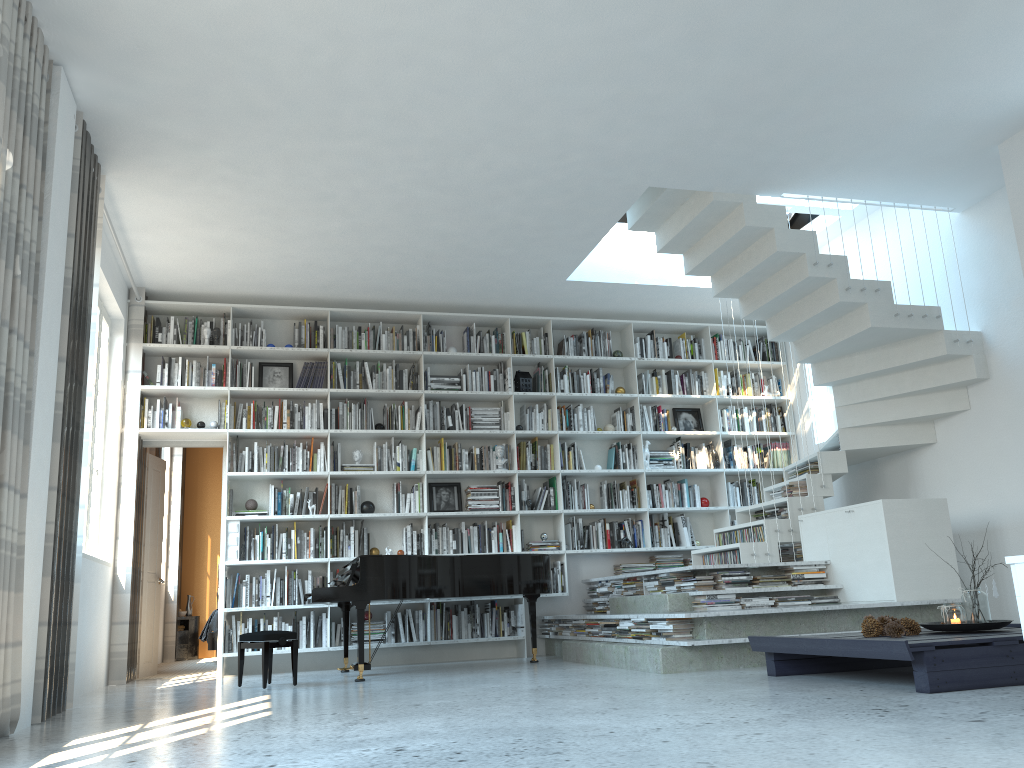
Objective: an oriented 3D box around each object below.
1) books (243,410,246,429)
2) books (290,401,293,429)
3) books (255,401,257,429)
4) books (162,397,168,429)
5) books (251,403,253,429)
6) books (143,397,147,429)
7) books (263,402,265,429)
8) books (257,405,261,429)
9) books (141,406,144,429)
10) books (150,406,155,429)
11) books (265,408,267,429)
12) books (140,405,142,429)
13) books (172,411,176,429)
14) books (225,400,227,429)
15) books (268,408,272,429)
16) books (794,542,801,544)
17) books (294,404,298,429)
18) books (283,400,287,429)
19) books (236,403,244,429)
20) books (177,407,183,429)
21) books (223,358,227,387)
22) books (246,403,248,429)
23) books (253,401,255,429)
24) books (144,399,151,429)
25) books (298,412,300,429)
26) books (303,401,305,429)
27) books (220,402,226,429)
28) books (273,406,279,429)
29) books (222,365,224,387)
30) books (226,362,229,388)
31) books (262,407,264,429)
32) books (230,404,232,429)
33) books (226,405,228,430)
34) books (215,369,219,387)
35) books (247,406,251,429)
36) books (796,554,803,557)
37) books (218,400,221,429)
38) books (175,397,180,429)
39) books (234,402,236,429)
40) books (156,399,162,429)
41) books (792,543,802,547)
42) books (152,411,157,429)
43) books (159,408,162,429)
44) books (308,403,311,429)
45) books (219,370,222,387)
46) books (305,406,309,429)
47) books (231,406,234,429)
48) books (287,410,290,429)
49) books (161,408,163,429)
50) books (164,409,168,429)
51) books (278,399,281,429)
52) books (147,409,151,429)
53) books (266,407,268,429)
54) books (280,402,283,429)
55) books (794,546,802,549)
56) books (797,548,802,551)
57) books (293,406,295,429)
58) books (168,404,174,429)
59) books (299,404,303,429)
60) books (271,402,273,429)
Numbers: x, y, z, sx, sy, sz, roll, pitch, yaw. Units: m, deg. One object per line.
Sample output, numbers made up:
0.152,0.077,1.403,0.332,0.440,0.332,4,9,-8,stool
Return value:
-2.330,0.337,7.726,0.026,0.194,0.176,1,-14,-15,books
-1.957,0.306,7.861,0.025,0.285,0.161,1,-14,-15,books
-2.244,0.300,7.763,0.011,0.276,0.164,1,-14,-15,books
-2.958,0.274,7.561,0.013,0.296,0.187,1,-14,-15,books
-2.275,0.313,7.758,0.014,0.252,0.187,1,-14,-15,books
-3.122,0.278,7.553,0.013,0.302,0.135,1,-14,-15,books
-2.180,0.306,7.798,0.012,0.276,0.151,1,-14,-15,books
-2.220,0.318,7.784,0.047,0.249,0.134,1,-14,-15,books
-3.127,0.311,7.519,0.013,0.221,0.163,1,-14,-15,books
-3.054,0.313,7.538,0.010,0.219,0.181,1,-14,-15,books
-2.163,0.332,7.784,0.014,0.217,0.164,1,-14,-15,books
-3.140,0.307,7.515,0.013,0.227,0.179,1,-14,-15,books
-2.891,0.336,7.603,0.029,0.191,0.135,1,-14,-15,books
-2.487,0.295,7.712,0.010,0.285,0.137,1,-14,-15,books
-2.130,0.333,7.793,0.031,0.216,0.173,1,-14,-15,books
2.816,1.508,8.414,0.224,0.010,0.162,2,-15,-19,books
-1.919,0.320,7.872,0.029,0.260,0.158,1,-14,-15,books
-2.005,0.299,7.824,0.030,0.285,0.185,1,-14,-15,books
-2.380,0.312,7.743,0.062,0.257,0.153,1,-14,-15,books
-2.842,0.319,7.585,0.029,0.210,0.187,1,-14,-15,books
-2.522,-0.065,7.793,0.014,0.293,0.173,1,-14,-15,books
-2.318,0.309,7.753,0.010,0.262,0.151,1,-14,-15,books
-2.261,0.301,7.769,0.020,0.280,0.165,1,-14,-15,books
-3.098,0.282,7.534,0.023,0.281,0.171,1,-14,-15,books
-1.892,0.356,7.868,0.022,0.185,0.137,1,-14,-15,books
-1.848,0.308,7.879,0.012,0.280,0.188,1,-14,-15,books
-2.517,0.306,7.717,0.044,0.268,0.134,1,-14,-15,books
-2.082,0.326,7.818,0.047,0.237,0.163,1,-14,-15,books
-2.537,-0.034,7.794,0.014,0.235,0.144,1,-14,-15,books
-2.501,-0.048,7.811,0.037,0.268,0.113,1,-14,-15,books
-2.192,0.329,7.794,0.012,0.230,0.150,1,-14,-15,books
-2.449,0.313,7.725,0.012,0.253,0.161,1,-14,-15,books
-2.461,0.316,7.675,0.021,0.224,0.232,1,-14,-15,books
-2.582,-0.015,7.777,0.029,0.195,0.146,1,-14,-15,books
-2.297,0.324,7.751,0.030,0.229,0.172,1,-14,-15,books
2.820,1.619,8.393,0.198,0.014,0.160,1,-15,-16,books
-2.539,0.293,7.692,0.012,0.284,0.160,1,-14,-15,books
-2.868,0.280,7.602,0.013,0.298,0.179,1,-14,-15,books
-2.412,0.305,7.719,0.012,0.262,0.180,1,-14,-15,books
-3.014,0.286,7.565,0.022,0.281,0.157,1,-14,-15,books
2.813,1.527,8.424,0.258,0.022,0.129,2,-15,-19,books
-3.040,0.337,7.563,0.029,0.184,0.135,1,-14,-15,books
-2.994,0.324,7.579,0.023,0.213,0.141,1,-14,-15,books
-1.801,0.316,7.885,0.022,0.262,0.175,1,-14,-15,books
-2.551,-0.015,7.769,0.026,0.187,0.154,1,-14,-15,books
-1.825,0.331,7.874,0.030,0.230,0.172,1,-14,-15,books
-2.430,0.321,7.719,0.022,0.232,0.151,1,-14,-15,books
-1.974,0.343,7.818,0.029,0.195,0.192,1,-14,-15,books
-2.972,0.323,7.563,0.011,0.205,0.163,1,-14,-15,books
-2.941,0.329,7.566,0.024,0.192,0.181,1,-14,-15,books
-2.055,0.296,7.836,0.014,0.303,0.152,1,-14,-15,books
-3.074,0.326,7.538,0.029,0.196,0.161,1,-14,-15,books
-2.152,0.328,7.795,0.011,0.228,0.170,1,-14,-15,books
-2.032,0.307,7.820,0.023,0.270,0.187,1,-14,-15,books
2.818,1.544,8.406,0.242,0.013,0.167,2,-15,-17,books
2.814,1.567,8.418,0.177,0.025,0.131,0,-15,-13,books
-1.934,0.330,7.849,0.013,0.231,0.172,1,-14,-15,books
-2.906,0.303,7.563,0.021,0.236,0.189,1,-14,-15,books
-1.875,0.322,7.887,0.035,0.260,0.131,1,-14,-15,books
-2.111,0.308,7.810,0.014,0.272,0.181,1,-14,-15,books
